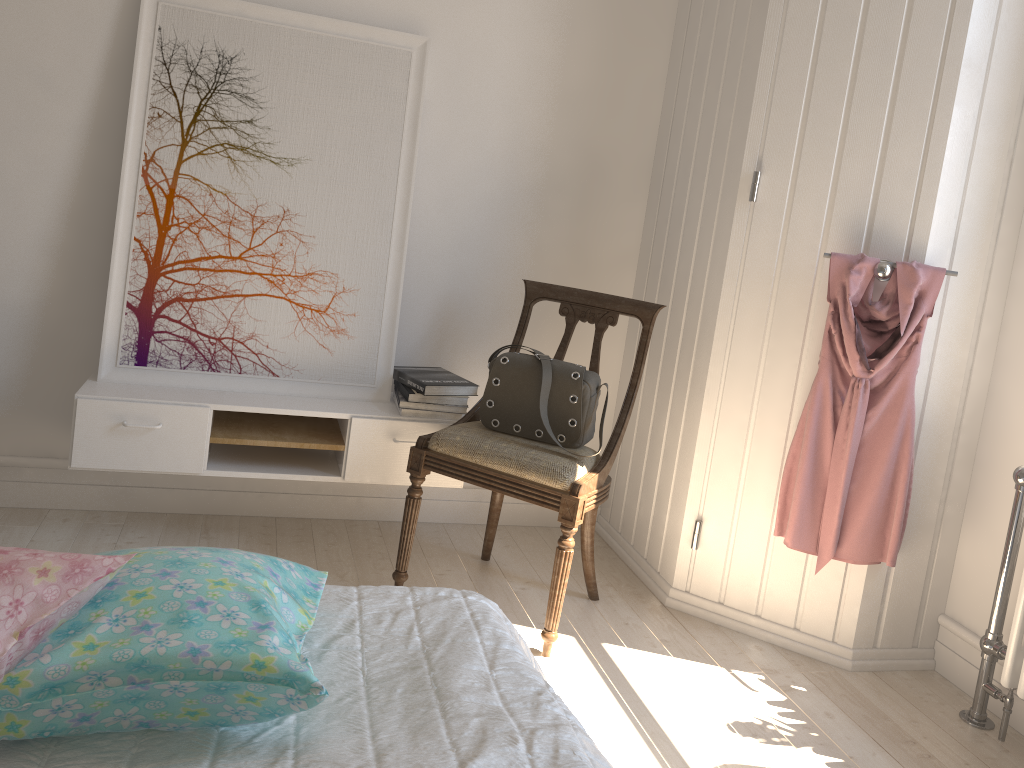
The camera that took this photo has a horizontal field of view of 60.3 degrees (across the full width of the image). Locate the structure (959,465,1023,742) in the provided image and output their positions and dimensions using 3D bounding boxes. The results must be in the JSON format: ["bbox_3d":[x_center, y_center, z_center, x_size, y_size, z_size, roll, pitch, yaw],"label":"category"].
[{"bbox_3d":[1.360,0.631,1.720,0.165,0.674,1.085,6,10,-17],"label":"structure"}]

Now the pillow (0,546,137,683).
[{"bbox_3d":[-0.646,0.268,0.883,0.396,0.200,0.356,11,10,15],"label":"pillow"}]

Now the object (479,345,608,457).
[{"bbox_3d":[0.103,0.038,2.452,0.404,0.246,0.213,13,9,28],"label":"object"}]

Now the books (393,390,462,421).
[{"bbox_3d":[-0.270,0.067,2.793,0.190,0.022,0.246,5,11,-15],"label":"books"}]

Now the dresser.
[{"bbox_3d":[0.919,-0.596,2.712,0.699,2.558,1.039,6,7,-17],"label":"dresser"}]

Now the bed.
[{"bbox_3d":[-0.398,0.625,0.590,1.947,0.625,2.248,5,11,-16],"label":"bed"}]

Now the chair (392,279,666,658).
[{"bbox_3d":[0.066,0.178,2.528,0.524,0.882,0.539,12,8,28],"label":"chair"}]

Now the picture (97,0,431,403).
[{"bbox_3d":[-0.734,-0.558,2.695,0.851,1.151,0.166,6,6,-17],"label":"picture"}]

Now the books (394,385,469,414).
[{"bbox_3d":[-0.261,0.044,2.800,0.211,0.022,0.263,6,11,-12],"label":"books"}]

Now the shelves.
[{"bbox_3d":[-0.706,0.142,2.692,1.111,0.208,0.374,5,10,-17],"label":"shelves"}]

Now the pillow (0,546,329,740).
[{"bbox_3d":[-0.411,0.291,1.048,0.381,0.167,0.368,6,10,-12],"label":"pillow"}]

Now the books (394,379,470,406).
[{"bbox_3d":[-0.258,0.021,2.789,0.190,0.028,0.243,4,12,-19],"label":"books"}]

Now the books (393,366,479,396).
[{"bbox_3d":[-0.251,-0.010,2.796,0.191,0.032,0.263,1,13,-33],"label":"books"}]

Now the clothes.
[{"bbox_3d":[0.926,0.093,2.354,0.331,0.868,0.093,10,6,13],"label":"clothes"}]
